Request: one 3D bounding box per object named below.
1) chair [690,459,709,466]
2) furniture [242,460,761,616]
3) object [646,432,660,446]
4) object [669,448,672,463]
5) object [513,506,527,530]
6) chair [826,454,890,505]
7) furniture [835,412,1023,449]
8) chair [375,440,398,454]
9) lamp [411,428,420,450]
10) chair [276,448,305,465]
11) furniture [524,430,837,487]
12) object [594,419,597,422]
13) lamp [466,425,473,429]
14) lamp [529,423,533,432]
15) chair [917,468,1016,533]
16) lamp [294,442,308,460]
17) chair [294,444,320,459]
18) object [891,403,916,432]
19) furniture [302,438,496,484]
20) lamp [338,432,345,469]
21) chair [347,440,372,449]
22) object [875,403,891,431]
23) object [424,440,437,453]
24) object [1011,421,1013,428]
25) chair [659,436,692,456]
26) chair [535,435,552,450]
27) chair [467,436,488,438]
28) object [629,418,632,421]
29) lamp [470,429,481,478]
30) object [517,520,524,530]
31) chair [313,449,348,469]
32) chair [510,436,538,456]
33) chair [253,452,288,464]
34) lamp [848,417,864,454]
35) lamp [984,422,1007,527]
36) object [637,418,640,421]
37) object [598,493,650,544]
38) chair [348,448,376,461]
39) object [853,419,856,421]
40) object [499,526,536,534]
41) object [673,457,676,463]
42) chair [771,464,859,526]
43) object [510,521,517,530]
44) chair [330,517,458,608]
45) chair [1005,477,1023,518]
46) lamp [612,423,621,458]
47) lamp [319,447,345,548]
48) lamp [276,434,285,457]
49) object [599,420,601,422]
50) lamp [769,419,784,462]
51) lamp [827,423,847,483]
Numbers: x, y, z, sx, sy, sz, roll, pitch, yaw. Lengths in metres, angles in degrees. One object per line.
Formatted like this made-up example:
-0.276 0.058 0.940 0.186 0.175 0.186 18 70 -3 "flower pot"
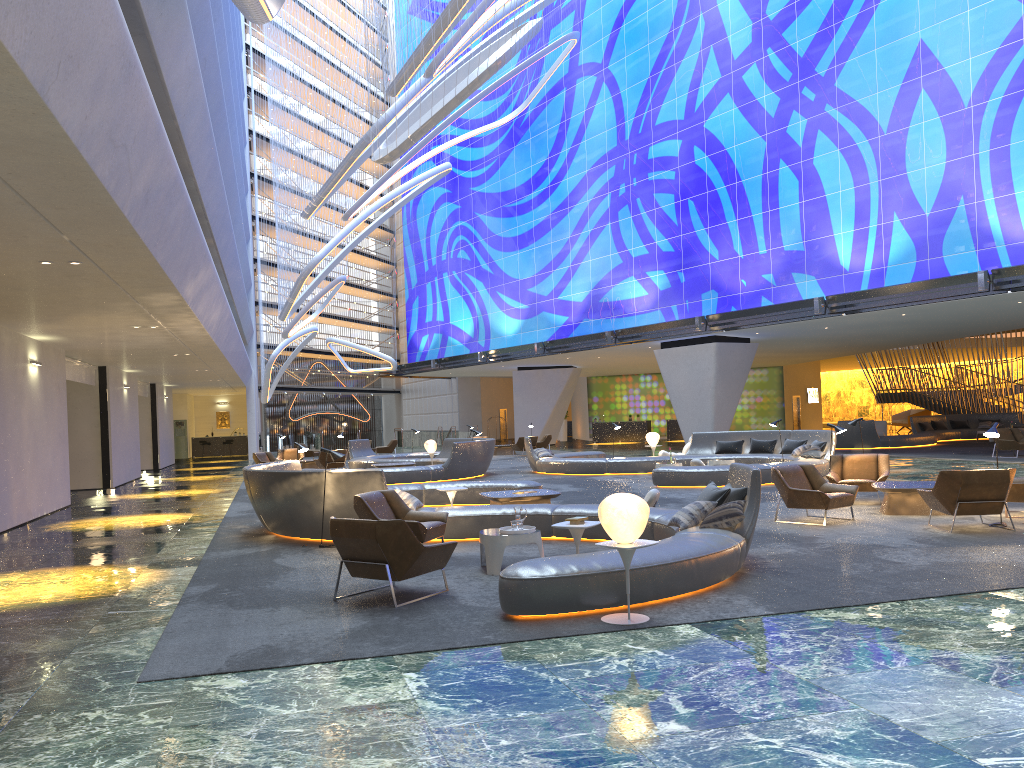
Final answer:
4.621 1.913 20.240 0.586 0.501 1.784 -3 -2 39 "chair"
-0.792 1.553 11.772 5.183 0.969 9.935 -2 -2 -19 "furniture"
3.980 1.552 25.072 0.366 0.387 0.318 -2 -1 -33 "object"
3.584 1.610 19.972 0.076 0.356 0.066 -2 0 42 "object"
0.076 1.414 9.305 0.131 0.252 0.103 -2 0 -32 "object"
5.602 1.534 14.306 0.930 0.766 0.938 -3 -1 26 "chair"
15.152 1.682 32.522 9.926 0.969 5.188 -2 -2 2 "furniture"
-5.410 2.799 38.207 0.938 0.766 0.930 -2 -1 -13 "chair"
-3.430 2.214 31.412 0.384 1.300 0.202 -2 0 2 "lamp"
-7.565 2.601 30.315 0.929 0.766 0.939 -2 -1 -9 "chair"
3.919 1.762 22.731 5.183 0.969 9.936 -1 -2 -23 "furniture"
4.414 1.946 46.819 0.149 0.149 0.149 -3 -1 19 "object"
-1.789 2.376 37.756 0.384 1.300 0.202 -2 0 2 "lamp"
0.786 2.194 35.382 0.202 1.300 0.384 -2 0 1 "lamp"
5.642 1.413 10.955 0.929 0.766 0.939 -2 -1 4 "chair"
-3.660 1.653 15.327 0.384 1.300 0.202 -2 0 34 "lamp"
-8.607 2.885 37.206 0.939 0.766 0.929 -2 -1 9 "chair"
20.695 1.662 46.839 1.205 1.664 0.476 -2 0 -5 "object"
-2.957 2.168 26.760 5.185 0.969 9.932 -2 -2 2 "furniture"
-5.343 2.162 27.907 0.202 1.300 0.384 -2 0 1 "lamp"
-6.725 2.888 39.312 0.929 0.766 0.939 -2 -1 12 "chair"
19.637 1.706 46.946 0.476 1.664 1.204 -2 -1 40 "object"
-2.382 1.824 25.915 0.367 0.387 0.318 -2 -1 -8 "object"
17.503 1.473 31.034 0.076 0.356 0.066 -2 0 -23 "object"
4.646 1.871 24.436 1.157 0.882 0.729 -2 -1 4 "chair"
1.155 2.495 36.671 0.938 0.766 0.930 -2 -1 -7 "chair"
-1.437 2.633 37.790 0.929 0.766 0.939 -2 -1 -9 "chair"
6.165 1.857 46.123 0.150 0.145 0.150 -3 -1 18 "object"
-0.961 1.841 23.540 0.384 1.300 0.202 -2 0 2 "lamp"
0.089 1.477 9.209 0.071 0.118 0.071 -3 -1 42 "object"
-5.604 2.431 27.598 0.929 0.766 0.939 -1 -1 -32 "chair"
0.524 2.462 35.073 0.929 0.766 0.939 -1 -1 -32 "chair"
-7.559 2.511 27.778 0.939 0.766 0.929 -3 -1 18 "chair"
7.313 1.356 18.733 0.384 1.300 0.202 -2 0 29 "lamp"
6.031 1.133 11.050 0.202 1.300 0.384 -2 0 37 "lamp"
6.555 1.838 46.004 0.150 0.145 0.150 -3 -1 18 "object"
0.857 1.032 6.804 0.366 0.387 0.318 -2 -1 -33 "object"
-6.200 2.765 36.409 0.930 0.766 0.938 -3 -2 37 "chair"
13.048 1.508 33.556 0.318 0.387 0.367 -2 -1 -8 "object"
0.057 1.523 9.258 0.381 0.038 0.381 -1 -2 -23 "object"
3.684 1.729 20.092 0.071 0.118 0.151 -2 -1 -5 "object"
4.148 1.515 12.229 0.929 0.766 0.939 -1 -2 -37 "chair"
0.022 1.478 9.164 0.071 0.118 0.071 -2 -1 -33 "object"
-1.118 1.570 8.121 0.930 0.766 0.938 -3 -2 34 "chair"
7.077 1.392 11.898 0.939 0.766 0.929 -3 -1 28 "chair"
2.961 1.752 25.246 0.202 1.300 0.384 -2 0 -40 "lamp"
-2.333 1.466 11.492 0.384 1.300 0.202 -2 0 -16 "lamp"
-7.918 2.344 30.281 0.384 1.300 0.202 -2 0 2 "lamp"
4.647 1.954 46.736 0.108 0.108 0.111 -3 -1 19 "object"
6.271 1.473 20.910 0.384 1.300 0.202 -2 0 -22 "lamp"
5.293 1.282 14.476 0.384 1.300 0.202 -2 0 37 "lamp"
